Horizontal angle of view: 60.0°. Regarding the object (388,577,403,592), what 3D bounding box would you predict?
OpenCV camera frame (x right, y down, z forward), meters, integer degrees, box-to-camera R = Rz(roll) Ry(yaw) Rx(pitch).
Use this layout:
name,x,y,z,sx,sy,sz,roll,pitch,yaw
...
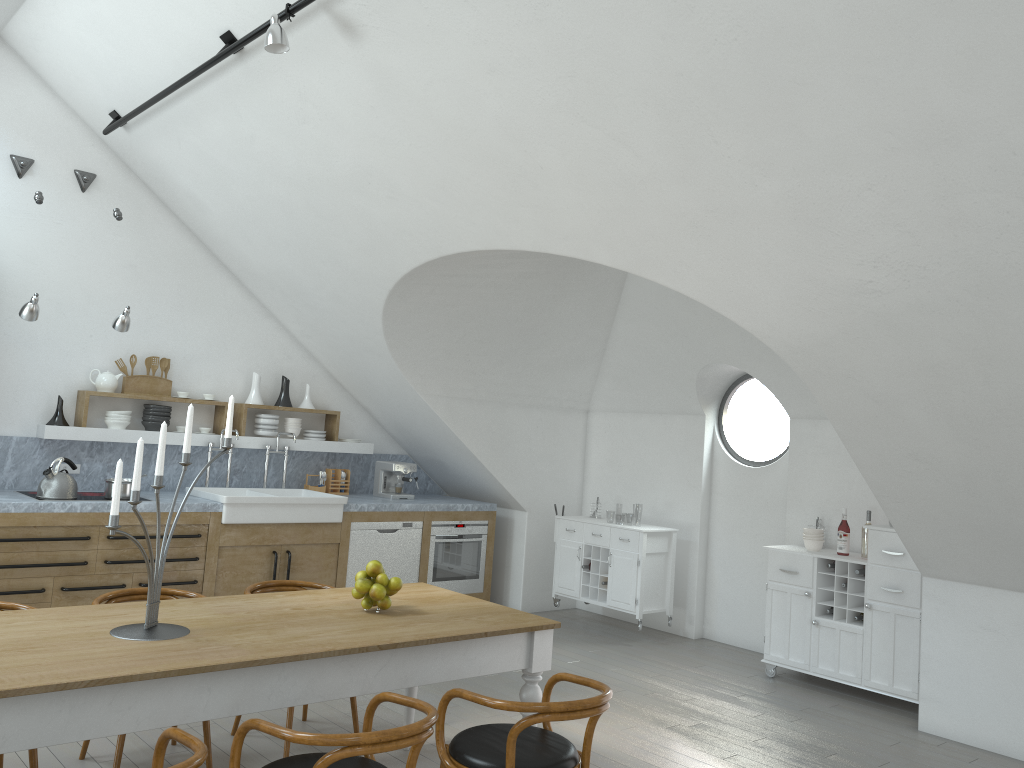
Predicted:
name,x,y,z,sx,sy,sz,roll,pitch,yaw
object,-0.494,0.847,3.748,0.063,0.064,0.062,3,-4,11

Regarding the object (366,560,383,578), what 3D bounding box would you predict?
name,x,y,z,sx,sy,sz,roll,pitch,yaw
object,-0.584,0.786,3.770,0.072,0.074,0.072,8,-6,-41

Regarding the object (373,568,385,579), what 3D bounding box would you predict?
name,x,y,z,sx,sy,sz,roll,pitch,yaw
object,-0.581,0.822,3.847,0.062,0.060,0.062,8,-6,-41

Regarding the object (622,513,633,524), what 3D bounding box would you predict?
name,x,y,z,sx,sy,sz,roll,pitch,yaw
object,0.986,1.151,7.562,0.094,0.094,0.093,1,-5,36

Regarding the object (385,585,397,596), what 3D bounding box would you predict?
name,x,y,z,sx,sy,sz,roll,pitch,yaw
object,-0.521,0.871,3.797,0.076,0.077,0.076,3,-4,15

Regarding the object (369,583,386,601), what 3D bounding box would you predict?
name,x,y,z,sx,sy,sz,roll,pitch,yaw
object,-0.560,0.868,3.697,0.071,0.072,0.070,3,-4,13

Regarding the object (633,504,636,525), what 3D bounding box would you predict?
name,x,y,z,sx,sy,sz,roll,pitch,yaw
object,1.049,1.110,7.517,0.054,0.179,0.054,2,-6,26

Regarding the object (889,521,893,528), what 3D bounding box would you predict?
name,x,y,z,sx,sy,sz,roll,pitch,yaw
object,2.539,0.905,5.889,0.082,0.105,0.081,4,-4,-3

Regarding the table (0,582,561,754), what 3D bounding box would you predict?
name,x,y,z,sx,sy,sz,roll,pitch,yaw
table,-1.400,1.267,3.054,3.342,0.801,1.018,7,-5,-41

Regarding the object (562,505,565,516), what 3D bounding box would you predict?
name,x,y,z,sx,sy,sz,roll,pitch,yaw
object,0.452,1.219,7.945,0.029,0.269,0.088,5,-5,-15

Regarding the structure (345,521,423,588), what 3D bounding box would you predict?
name,x,y,z,sx,sy,sz,roll,pitch,yaw
structure,-1.234,1.534,7.421,0.722,0.825,0.598,8,-6,-41

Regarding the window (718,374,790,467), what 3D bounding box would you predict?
name,x,y,z,sx,sy,sz,roll,pitch,yaw
window,2.079,0.294,7.419,0.060,0.902,0.899,9,-6,-41

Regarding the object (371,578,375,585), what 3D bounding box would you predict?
name,x,y,z,sx,sy,sz,roll,pitch,yaw
object,-0.616,0.864,3.830,0.062,0.060,0.062,7,-5,-37

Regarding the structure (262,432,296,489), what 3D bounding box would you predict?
name,x,y,z,sx,sy,sz,roll,pitch,yaw
structure,-1.857,0.663,7.288,0.333,0.531,0.213,1,-5,29

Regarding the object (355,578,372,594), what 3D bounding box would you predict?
name,x,y,z,sx,sy,sz,roll,pitch,yaw
object,-0.620,0.844,3.706,0.071,0.064,0.072,0,-6,42

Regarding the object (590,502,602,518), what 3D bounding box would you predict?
name,x,y,z,sx,sy,sz,roll,pitch,yaw
object,0.755,1.141,7.985,0.066,0.138,0.101,8,-6,-41

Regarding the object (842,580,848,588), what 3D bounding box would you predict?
name,x,y,z,sx,sy,sz,roll,pitch,yaw
object,2.370,1.381,6.121,0.330,0.086,0.085,7,-5,-42

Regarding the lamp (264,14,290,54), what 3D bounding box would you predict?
name,x,y,z,sx,sy,sz,roll,pitch,yaw
lamp,-1.091,-1.642,4.142,0.113,0.175,0.114,3,-5,11

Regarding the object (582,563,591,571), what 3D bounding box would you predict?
name,x,y,z,sx,sy,sz,roll,pitch,yaw
object,0.716,1.567,7.596,0.316,0.085,0.082,7,-5,-41

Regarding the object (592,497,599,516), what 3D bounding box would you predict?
name,x,y,z,sx,sy,sz,roll,pitch,yaw
object,0.754,1.107,7.999,0.054,0.175,0.039,8,-7,-41

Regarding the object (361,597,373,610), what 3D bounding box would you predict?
name,x,y,z,sx,sy,sz,roll,pitch,yaw
object,-0.609,0.923,3.729,0.051,0.050,0.049,7,-5,-38

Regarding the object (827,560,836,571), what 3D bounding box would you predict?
name,x,y,z,sx,sy,sz,roll,pitch,yaw
object,2.306,1.270,6.202,0.358,0.094,0.092,7,-5,-41

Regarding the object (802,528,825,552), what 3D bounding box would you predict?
name,x,y,z,sx,sy,sz,roll,pitch,yaw
object,2.172,1.123,6.389,0.157,0.160,0.154,5,-4,-13

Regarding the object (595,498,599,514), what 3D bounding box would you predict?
name,x,y,z,sx,sy,sz,roll,pitch,yaw
object,0.765,1.107,7.965,0.024,0.165,0.039,7,-6,-29

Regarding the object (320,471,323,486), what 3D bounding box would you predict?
name,x,y,z,sx,sy,sz,roll,pitch,yaw
object,-1.667,0.854,7.715,0.040,0.193,0.042,4,-5,-4

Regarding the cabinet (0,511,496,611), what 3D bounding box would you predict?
name,x,y,z,sx,sy,sz,roll,pitch,yaw
cabinet,-2.873,1.360,6.188,6.415,1.024,1.003,7,-5,-41

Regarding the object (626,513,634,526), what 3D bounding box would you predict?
name,x,y,z,sx,sy,sz,roll,pitch,yaw
object,0.991,1.144,7.471,0.071,0.099,0.071,6,-5,-18

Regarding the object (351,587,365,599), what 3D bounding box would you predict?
name,x,y,z,sx,sy,sz,roll,pitch,yaw
object,-0.649,0.883,3.751,0.059,0.056,0.059,0,-6,43

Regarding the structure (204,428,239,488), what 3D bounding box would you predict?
name,x,y,z,sx,sy,sz,roll,pitch,yaw
structure,-2.221,0.619,6.967,0.333,0.531,0.213,1,-5,29

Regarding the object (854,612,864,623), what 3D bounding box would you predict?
name,x,y,z,sx,sy,sz,roll,pitch,yaw
object,2.417,1.578,6.020,0.358,0.081,0.081,7,-5,-43

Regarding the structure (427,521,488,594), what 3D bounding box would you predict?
name,x,y,z,sx,sy,sz,roll,pitch,yaw
structure,-0.662,1.508,7.924,0.631,0.638,0.630,8,-6,-41

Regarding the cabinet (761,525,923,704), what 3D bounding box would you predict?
name,x,y,z,sx,sy,sz,roll,pitch,yaw
cabinet,2.391,1.540,6.144,0.608,1.157,1.242,8,-6,-41

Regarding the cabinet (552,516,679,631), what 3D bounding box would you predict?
name,x,y,z,sx,sy,sz,roll,pitch,yaw
cabinet,0.833,1.584,7.604,0.496,0.791,1.134,8,-6,-41

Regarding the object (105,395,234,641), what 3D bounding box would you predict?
name,x,y,z,sx,sy,sz,roll,pitch,yaw
object,-1.223,0.451,3.246,0.266,0.877,0.773,2,-5,23

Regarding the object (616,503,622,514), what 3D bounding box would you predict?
name,x,y,z,sx,sy,sz,roll,pitch,yaw
object,0.914,1.109,7.574,0.048,0.170,0.048,0,-6,36

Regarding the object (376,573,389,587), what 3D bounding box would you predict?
name,x,y,z,sx,sy,sz,roll,pitch,yaw
object,-0.546,0.826,3.732,0.053,0.057,0.058,6,-5,-27

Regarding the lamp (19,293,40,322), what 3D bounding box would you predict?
name,x,y,z,sx,sy,sz,roll,pitch,yaw
lamp,-3.049,-0.484,5.600,0.115,0.178,0.164,6,-5,-23

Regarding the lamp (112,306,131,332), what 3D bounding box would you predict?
name,x,y,z,sx,sy,sz,roll,pitch,yaw
lamp,-2.616,-0.435,5.978,0.169,0.177,0.112,0,-6,41

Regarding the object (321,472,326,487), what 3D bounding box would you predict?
name,x,y,z,sx,sy,sz,roll,pitch,yaw
object,-1.635,0.855,7.679,0.040,0.193,0.042,4,-5,-5

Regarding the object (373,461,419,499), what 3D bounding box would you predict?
name,x,y,z,sx,sy,sz,roll,pitch,yaw
object,-0.991,0.863,7.908,0.323,0.321,0.386,8,-6,-41

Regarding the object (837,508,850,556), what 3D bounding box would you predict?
name,x,y,z,sx,sy,sz,roll,pitch,yaw
object,2.341,1.041,6.251,0.081,0.330,0.081,-1,-7,44

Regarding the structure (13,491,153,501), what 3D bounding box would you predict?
name,x,y,z,sx,sy,sz,roll,pitch,yaw
structure,-2.938,0.790,6.083,0.736,0.041,0.647,7,-5,-41

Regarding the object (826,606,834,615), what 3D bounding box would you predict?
name,x,y,z,sx,sy,sz,roll,pitch,yaw
object,2.307,1.575,6.155,0.330,0.086,0.156,7,-5,-40

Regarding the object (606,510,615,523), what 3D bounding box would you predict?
name,x,y,z,sx,sy,sz,roll,pitch,yaw
object,0.836,1.133,7.540,0.081,0.105,0.081,6,-5,-28

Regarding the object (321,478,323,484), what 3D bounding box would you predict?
name,x,y,z,sx,sy,sz,roll,pitch,yaw
object,-1.648,0.858,7.692,0.023,0.196,0.018,-1,-7,43

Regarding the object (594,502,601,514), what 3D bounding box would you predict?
name,x,y,z,sx,sy,sz,roll,pitch,yaw
object,0.763,1.123,7.991,0.029,0.137,0.097,8,-6,-38

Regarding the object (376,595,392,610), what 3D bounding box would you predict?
name,x,y,z,sx,sy,sz,roll,pitch,yaw
object,-0.540,0.922,3.744,0.063,0.064,0.063,7,-5,-30

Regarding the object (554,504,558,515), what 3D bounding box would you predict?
name,x,y,z,sx,sy,sz,roll,pitch,yaw
object,0.416,1.219,7.985,0.088,0.269,0.029,2,-5,22

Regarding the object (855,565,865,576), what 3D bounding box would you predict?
name,x,y,z,sx,sy,sz,roll,pitch,yaw
object,2.437,1.274,6.041,0.359,0.085,0.087,7,-5,-41

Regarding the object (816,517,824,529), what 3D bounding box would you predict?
name,x,y,z,sx,sy,sz,roll,pitch,yaw
object,2.275,1.098,6.615,0.065,0.209,0.115,8,-6,-39

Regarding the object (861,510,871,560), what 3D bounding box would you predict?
name,x,y,z,sx,sy,sz,roll,pitch,yaw
object,2.456,1.040,6.113,0.085,0.332,0.085,3,-5,8

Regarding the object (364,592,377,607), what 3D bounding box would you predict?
name,x,y,z,sx,sy,sz,roll,pitch,yaw
object,-0.593,0.914,3.795,0.080,0.074,0.078,4,-4,4

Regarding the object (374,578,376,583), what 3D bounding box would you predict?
name,x,y,z,sx,sy,sz,roll,pitch,yaw
object,-0.564,0.837,3.797,0.053,0.051,0.052,3,-4,20

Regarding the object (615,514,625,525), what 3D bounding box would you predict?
name,x,y,z,sx,sy,sz,roll,pitch,yaw
object,0.915,1.147,7.504,0.077,0.085,0.077,1,-5,36

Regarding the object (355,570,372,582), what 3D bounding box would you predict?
name,x,y,z,sx,sy,sz,roll,pitch,yaw
object,-0.635,0.830,3.778,0.066,0.071,0.072,3,-4,18

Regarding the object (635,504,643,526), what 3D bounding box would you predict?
name,x,y,z,sx,sy,sz,roll,pitch,yaw
object,1.064,1.103,7.455,0.063,0.187,0.063,1,-6,34

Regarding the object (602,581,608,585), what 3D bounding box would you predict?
name,x,y,z,sx,sy,sz,roll,pitch,yaw
object,0.868,1.673,7.463,0.316,0.083,0.082,7,-5,-42
